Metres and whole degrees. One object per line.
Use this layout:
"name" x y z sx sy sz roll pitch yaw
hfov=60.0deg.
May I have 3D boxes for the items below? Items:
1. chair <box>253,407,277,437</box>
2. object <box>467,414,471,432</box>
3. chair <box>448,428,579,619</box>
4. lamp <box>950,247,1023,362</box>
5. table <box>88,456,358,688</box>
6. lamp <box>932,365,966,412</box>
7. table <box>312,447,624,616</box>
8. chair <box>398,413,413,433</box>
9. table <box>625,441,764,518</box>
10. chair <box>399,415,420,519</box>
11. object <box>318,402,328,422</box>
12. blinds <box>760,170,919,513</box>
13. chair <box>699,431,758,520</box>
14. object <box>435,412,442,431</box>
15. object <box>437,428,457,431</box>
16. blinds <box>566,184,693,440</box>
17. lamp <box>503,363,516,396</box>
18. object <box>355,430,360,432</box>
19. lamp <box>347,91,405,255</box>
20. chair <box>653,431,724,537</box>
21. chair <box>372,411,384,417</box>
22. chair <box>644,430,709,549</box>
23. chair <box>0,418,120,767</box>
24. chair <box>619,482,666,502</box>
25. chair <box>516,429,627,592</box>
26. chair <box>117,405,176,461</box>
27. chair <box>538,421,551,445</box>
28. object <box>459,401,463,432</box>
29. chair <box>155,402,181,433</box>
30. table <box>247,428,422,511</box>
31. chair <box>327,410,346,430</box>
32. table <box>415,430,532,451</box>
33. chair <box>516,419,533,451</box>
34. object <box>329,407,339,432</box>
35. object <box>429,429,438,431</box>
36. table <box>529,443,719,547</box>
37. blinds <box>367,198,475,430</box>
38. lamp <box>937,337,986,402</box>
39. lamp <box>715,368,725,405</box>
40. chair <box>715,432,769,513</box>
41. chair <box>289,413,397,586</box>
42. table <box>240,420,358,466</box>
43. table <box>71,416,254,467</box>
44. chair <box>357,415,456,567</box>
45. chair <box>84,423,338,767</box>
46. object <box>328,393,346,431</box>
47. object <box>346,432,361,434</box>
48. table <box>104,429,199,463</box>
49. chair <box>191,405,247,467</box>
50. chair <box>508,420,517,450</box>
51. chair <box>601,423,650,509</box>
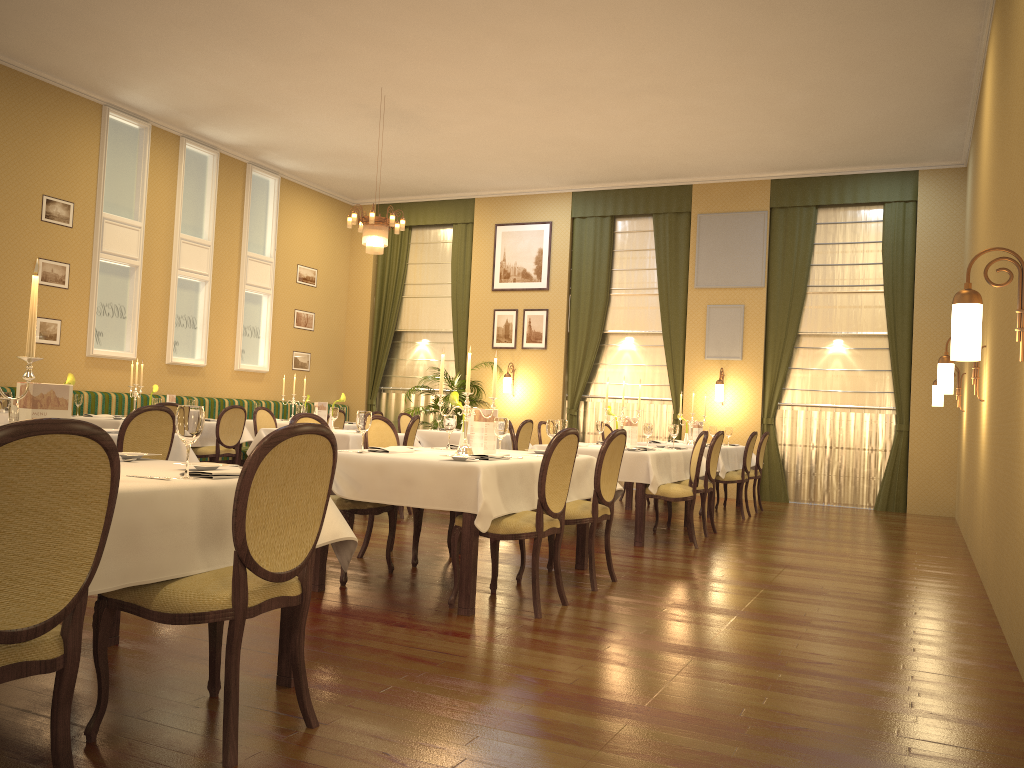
"chair" -2.295 0.718 8.883 0.571 0.955 0.530 2 -2 15
"object" -0.536 0.456 10.853 0.166 0.277 0.081 2 -2 31
"chair" 0.036 0.695 4.683 0.571 0.955 0.530 2 -2 25
"lamp" 1.978 -0.302 3.632 0.323 0.513 0.114 2 -2 14
"table" -1.487 0.644 2.638 1.385 0.759 2.152 2 -2 25
"lamp" 4.734 0.039 9.614 0.323 0.513 0.114 2 -2 14
"table" -0.225 0.800 5.377 1.385 0.759 2.152 2 -2 25
"chair" -1.168 0.857 11.321 0.571 0.955 0.530 2 -2 25
"table" 2.143 1.093 10.515 1.385 0.759 2.152 2 -2 25
"chair" -1.177 0.756 8.333 0.571 0.955 0.530 3 -2 5
"object" -1.830 0.312 8.528 0.081 0.277 0.166 4 -2 -19
"blinds" 4.312 -0.646 11.786 1.876 4.537 0.129 2 -2 25
"chair" 2.403 0.987 9.820 0.571 0.955 0.530 2 -2 25
"object" -0.909 0.463 10.979 0.088 0.229 0.088 3 -2 -17
"object" -0.818 0.574 11.157 0.142 0.033 0.273 2 -2 25
"blinds" 1.665 -0.739 13.011 1.878 4.537 0.129 2 -2 25
"lamp" -0.042 -0.072 13.528 0.114 0.513 0.323 2 -2 14
"object" -1.466 0.457 8.557 0.160 0.024 0.160 2 -2 25
"lamp" -1.465 -2.334 9.770 0.593 1.796 0.593 2 -2 22
"chair" 1.638 0.893 8.160 0.571 0.955 0.530 2 -2 25
"chair" -2.086 0.836 12.091 0.571 0.955 0.530 2 -2 25
"chair" 1.319 0.850 7.361 0.571 0.955 0.530 3 -2 5
"chair" -1.226 0.539 1.945 0.571 0.955 0.530 2 -2 25
"chair" 1.650 0.994 11.152 0.571 0.955 0.530 2 -2 25
"chair" 0.388 0.738 5.447 0.571 0.955 0.530 2 -2 25
"chair" -2.462 0.597 5.548 0.571 0.955 0.530 2 -2 25
"chair" 0.533 0.856 8.728 0.571 0.955 0.530 2 -2 25
"object" -0.622 0.407 11.057 0.076 0.375 0.163 5 -3 -43
"chair" -3.578 0.654 8.915 0.530 0.955 0.571 5 -3 -40
"table" -1.665 0.835 8.570 1.389 0.759 1.395 2 -2 26
"chair" -2.468 0.791 11.341 0.571 0.955 0.530 2 -2 25
"table" -0.537 0.974 11.017 1.389 0.759 1.395 2 -2 26
"chair" -0.063 0.893 10.753 0.571 0.955 0.530 2 -2 25
"object" -1.654 0.333 8.224 0.088 0.229 0.088 4 -2 -23
"object" -0.942 0.568 10.896 0.185 0.010 0.017 2 -2 26
"table" 1.025 0.955 8.089 1.385 0.759 2.152 2 -2 25
"blinds" -1.513 -0.850 14.493 1.934 4.537 0.225 2 -2 24
"lamp" 3.384 -0.128 6.684 0.323 0.513 0.114 2 -2 14
"lamp" 2.856 0.030 12.187 0.114 0.513 0.323 2 -2 14
"chair" 2.755 1.031 10.584 0.571 0.955 0.530 2 -2 25
"chair" -1.040 0.661 5.314 0.571 0.955 0.530 2 -2 25
"table" -2.728 0.897 12.035 1.385 0.759 2.152 2 -2 25
"table" -3.857 0.758 9.587 1.385 0.759 2.152 2 -2 25
"chair" -0.717 0.701 6.015 0.571 0.955 0.530 2 -2 25
"chair" -0.874 0.582 2.709 0.571 0.955 0.530 2 -2 25
"object" -1.704 0.270 8.593 0.163 0.375 0.076 3 -2 2
"object" -1.479 0.452 8.238 0.185 0.010 0.017 2 -2 25
"table" -2.936 0.678 5.812 1.389 0.759 1.395 2 -2 26
"chair" -3.242 0.696 9.656 0.571 0.955 0.530 2 -2 25
"chair" 0.210 0.816 8.050 0.571 0.955 0.530 3 -2 0
"chair" 1.327 0.954 10.451 0.571 0.955 0.530 2 -2 25
